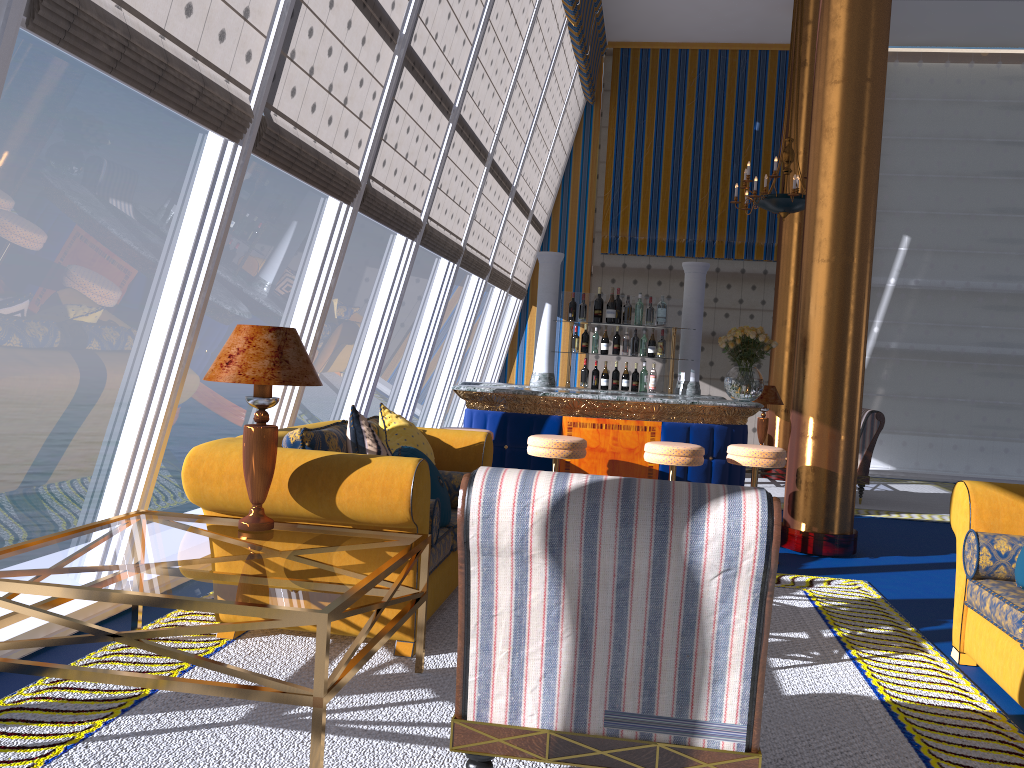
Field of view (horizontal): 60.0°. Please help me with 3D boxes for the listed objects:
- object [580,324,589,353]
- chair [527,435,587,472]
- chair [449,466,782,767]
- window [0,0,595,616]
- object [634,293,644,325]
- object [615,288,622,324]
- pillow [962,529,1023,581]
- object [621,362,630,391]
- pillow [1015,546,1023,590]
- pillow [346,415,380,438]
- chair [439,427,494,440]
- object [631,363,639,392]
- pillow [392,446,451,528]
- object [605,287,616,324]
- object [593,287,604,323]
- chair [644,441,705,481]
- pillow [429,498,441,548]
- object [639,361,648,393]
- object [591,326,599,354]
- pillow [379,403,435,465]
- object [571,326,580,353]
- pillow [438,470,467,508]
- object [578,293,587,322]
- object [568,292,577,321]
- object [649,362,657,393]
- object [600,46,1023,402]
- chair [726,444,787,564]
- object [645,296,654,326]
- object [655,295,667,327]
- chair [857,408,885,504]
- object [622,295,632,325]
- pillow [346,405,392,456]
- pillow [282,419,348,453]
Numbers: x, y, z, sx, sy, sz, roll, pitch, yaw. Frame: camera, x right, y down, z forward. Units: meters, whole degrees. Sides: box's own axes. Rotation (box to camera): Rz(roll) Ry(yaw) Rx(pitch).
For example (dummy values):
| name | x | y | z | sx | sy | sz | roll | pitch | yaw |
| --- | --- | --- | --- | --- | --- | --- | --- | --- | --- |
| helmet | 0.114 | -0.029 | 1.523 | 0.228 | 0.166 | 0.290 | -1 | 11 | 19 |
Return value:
| name | x | y | z | sx | sy | sz | roll | pitch | yaw |
| --- | --- | --- | --- | --- | --- | --- | --- | --- | --- |
| object | 0.613 | -0.382 | 7.432 | 0.066 | 0.244 | 0.065 | 3 | 2 | -11 |
| chair | 0.276 | 0.734 | 5.841 | 0.402 | 0.782 | 0.394 | 2 | 3 | -44 |
| chair | 0.287 | 0.712 | 2.530 | 0.791 | 0.967 | 0.786 | 4 | 2 | 8 |
| window | -0.799 | -1.865 | 5.453 | 1.614 | 5.857 | 15.506 | 4 | 2 | 9 |
| object | 1.063 | -0.627 | 7.411 | 0.069 | 0.271 | 0.069 | 4 | 2 | 19 |
| object | 0.884 | -0.654 | 7.439 | 0.080 | 0.303 | 0.082 | 4 | 2 | 25 |
| pillow | 2.202 | 0.762 | 3.881 | 0.376 | 0.219 | 0.216 | 4 | 2 | 12 |
| object | 0.957 | -0.064 | 7.468 | 0.069 | 0.244 | 0.068 | 3 | 2 | -11 |
| pillow | 2.176 | 0.674 | 3.429 | 0.394 | 0.367 | 0.455 | 2 | 2 | -31 |
| pillow | -0.814 | 0.444 | 4.771 | 0.246 | 0.546 | 0.612 | 4 | 2 | 6 |
| chair | -0.342 | 0.692 | 6.021 | 0.402 | 0.782 | 0.394 | 2 | 3 | -44 |
| object | 1.041 | -0.056 | 7.478 | 0.066 | 0.244 | 0.065 | 3 | 2 | -11 |
| pillow | -0.451 | 0.514 | 4.400 | 0.317 | 0.404 | 0.477 | 4 | 2 | 21 |
| object | 0.832 | -0.656 | 7.421 | 0.085 | 0.303 | 0.085 | 3 | 2 | 2 |
| object | 0.727 | -0.662 | 7.435 | 0.081 | 0.303 | 0.081 | 4 | 2 | 14 |
| chair | 1.044 | 0.780 | 5.837 | 0.402 | 0.782 | 0.394 | 2 | 2 | -33 |
| pillow | -0.511 | 0.599 | 3.921 | 0.372 | 0.219 | 0.175 | 4 | 2 | 7 |
| object | 1.116 | -0.064 | 7.500 | 0.069 | 0.269 | 0.068 | 2 | 2 | -31 |
| object | 0.701 | -0.370 | 7.435 | 0.059 | 0.230 | 0.058 | 2 | 2 | -33 |
| pillow | -0.564 | 0.401 | 4.739 | 0.326 | 0.583 | 0.581 | 4 | 2 | 28 |
| object | 0.533 | -0.376 | 7.417 | 0.066 | 0.225 | 0.065 | 3 | 2 | -23 |
| pillow | -0.369 | 0.582 | 4.908 | 0.372 | 0.219 | 0.215 | 4 | 2 | 7 |
| object | 0.601 | -0.646 | 7.509 | 0.073 | 0.246 | 0.071 | 2 | 2 | -33 |
| object | 0.512 | -0.651 | 7.478 | 0.065 | 0.244 | 0.066 | 4 | 2 | 12 |
| object | 1.194 | -0.054 | 7.500 | 0.061 | 0.258 | 0.061 | 4 | 2 | 8 |
| object | 3.236 | -6.867 | 4.480 | 62.938 | 33.613 | 63.590 | 4 | 2 | 15 |
| chair | 1.640 | 0.810 | 6.040 | 0.401 | 0.782 | 0.395 | 3 | 2 | -21 |
| object | 1.157 | -0.611 | 7.437 | 0.073 | 0.246 | 0.071 | 2 | 2 | -33 |
| object | 1.261 | -0.615 | 7.464 | 0.092 | 0.259 | 0.091 | 3 | 2 | -9 |
| chair | 3.404 | 0.724 | 9.350 | 0.782 | 0.967 | 0.796 | 4 | 2 | 8 |
| object | 0.967 | -0.619 | 7.430 | 0.077 | 0.248 | 0.075 | 2 | 2 | -28 |
| pillow | -0.648 | 0.414 | 4.202 | 0.280 | 0.619 | 0.692 | 4 | 2 | 6 |
| pillow | -0.905 | 0.453 | 4.170 | 0.246 | 0.549 | 0.609 | 4 | 2 | 6 |
